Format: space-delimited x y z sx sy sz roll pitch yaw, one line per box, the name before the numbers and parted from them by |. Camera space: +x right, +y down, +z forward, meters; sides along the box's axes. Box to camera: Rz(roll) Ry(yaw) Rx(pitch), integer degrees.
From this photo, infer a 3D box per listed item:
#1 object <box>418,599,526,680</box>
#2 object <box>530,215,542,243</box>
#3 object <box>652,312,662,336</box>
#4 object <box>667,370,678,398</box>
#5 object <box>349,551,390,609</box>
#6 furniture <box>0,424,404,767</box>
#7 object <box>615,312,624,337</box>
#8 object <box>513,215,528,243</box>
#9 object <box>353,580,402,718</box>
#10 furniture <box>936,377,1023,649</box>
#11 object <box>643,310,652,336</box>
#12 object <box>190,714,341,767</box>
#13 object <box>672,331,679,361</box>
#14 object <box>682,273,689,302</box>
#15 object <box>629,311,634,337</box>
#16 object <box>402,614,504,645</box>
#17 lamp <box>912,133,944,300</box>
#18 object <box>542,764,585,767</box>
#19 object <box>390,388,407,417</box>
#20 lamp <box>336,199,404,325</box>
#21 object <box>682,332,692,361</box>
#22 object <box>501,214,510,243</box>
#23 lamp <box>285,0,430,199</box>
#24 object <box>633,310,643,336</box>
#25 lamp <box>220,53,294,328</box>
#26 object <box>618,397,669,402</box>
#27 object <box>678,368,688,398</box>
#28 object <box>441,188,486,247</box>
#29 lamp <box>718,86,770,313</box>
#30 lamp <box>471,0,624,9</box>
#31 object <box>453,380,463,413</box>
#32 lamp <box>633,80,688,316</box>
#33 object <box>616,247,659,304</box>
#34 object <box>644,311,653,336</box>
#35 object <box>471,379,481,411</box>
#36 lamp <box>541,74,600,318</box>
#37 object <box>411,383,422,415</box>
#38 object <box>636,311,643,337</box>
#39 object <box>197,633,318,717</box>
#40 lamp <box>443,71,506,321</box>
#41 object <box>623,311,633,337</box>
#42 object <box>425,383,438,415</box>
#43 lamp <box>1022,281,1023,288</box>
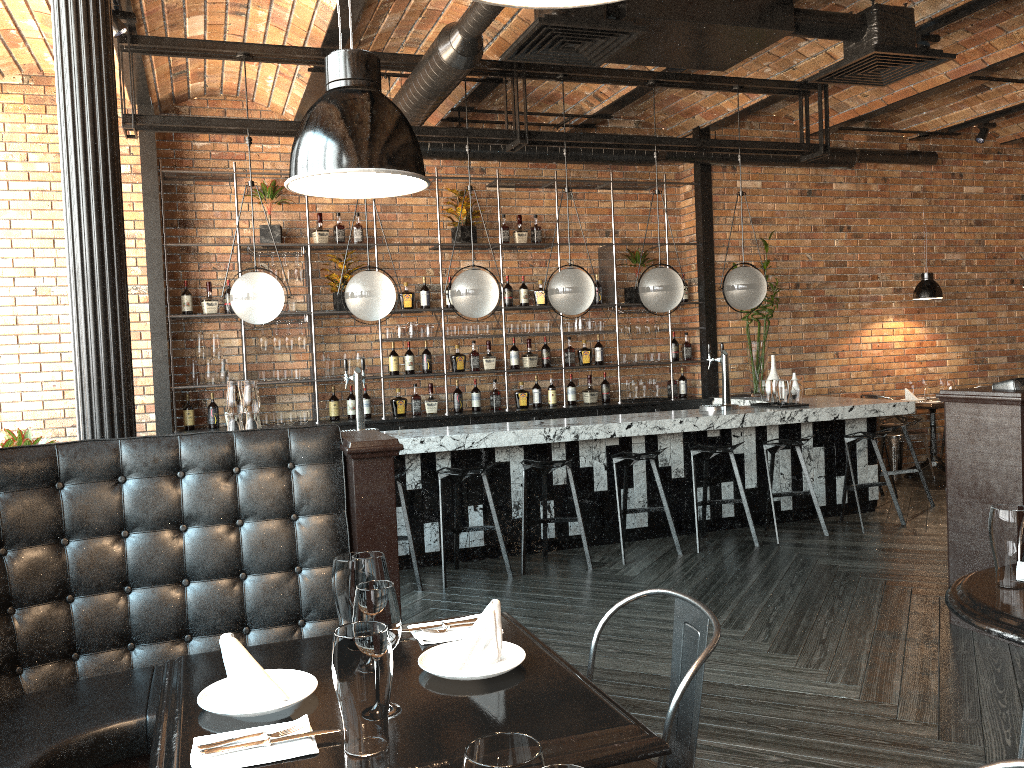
object | -0.088 0.546 1.915 0.232 0.139 0.232 -3 2 -22
object | 0.224 -1.432 8.253 0.083 0.282 0.083 -4 3 -34
object | 1.400 -0.592 8.583 0.092 0.244 0.092 -2 2 20
object | 1.583 0.001 8.756 0.083 0.282 0.083 -4 3 -34
object | -0.309 0.496 1.944 0.092 0.244 0.092 -1 2 32
furniture | -0.542 0.831 0.573 1.979 1.212 5.451 -3 2 -19
object | 1.051 -0.579 8.637 0.092 0.244 0.092 -2 2 20
object | 0.075 -1.421 8.203 0.123 0.279 0.123 -3 2 -15
object | -0.255 0.503 1.687 0.092 0.244 0.092 -1 2 32
furniture | 3.926 0.582 2.117 1.979 1.212 5.451 -3 2 -19
object | 1.303 -0.586 8.549 0.092 0.244 0.092 -2 2 20
object | -0.434 0.628 1.567 0.255 0.019 0.157 -3 2 -19
object | 1.604 -0.373 8.759 0.086 0.299 0.086 -1 2 30
object | 1.705 -0.951 8.807 0.086 0.298 0.086 -1 3 35
object | 1.155 -0.585 8.673 0.092 0.244 0.092 -2 2 20
object | -0.160 0.595 2.164 0.255 0.019 0.157 -3 2 -19
lamp | 4.159 -1.683 8.914 0.291 1.653 0.291 -5 3 -44
object | 0.056 0.519 0.894 0.092 0.244 0.092 -1 2 32
object | -1.003 0.163 7.861 0.151 0.248 0.094 -4 2 -30
lamp | -0.982 -1.276 5.939 0.340 1.754 0.340 -1 2 27
object | 1.734 -0.372 8.801 0.083 0.282 0.083 -3 2 -9
object | -0.071 -1.416 8.150 0.083 0.282 0.083 -3 2 -19
lamp | -0.347 -1.225 1.772 0.291 1.653 0.291 -1 2 26
object | 1.209 -0.581 8.517 0.092 0.244 0.092 -2 2 20
lamp | -1.673 -1.237 5.699 0.340 1.754 0.340 -1 2 27
object | 1.283 0.152 8.598 0.437 0.019 0.273 -3 2 -19
object | 1.696 -0.013 8.810 0.086 0.298 0.086 -1 2 30
object | -0.457 -1.517 8.053 0.425 0.526 0.430 -3 2 -17
lamp | 1.784 -1.430 6.896 0.340 1.754 0.340 -1 2 27
lamp | 0.014 -1.202 0.731 0.291 1.653 0.291 -2 2 6
object | -0.489 0.109 8.012 0.086 0.297 0.086 -2 2 15
lamp | 1.093 -1.392 6.657 0.340 1.754 0.340 -1 2 27
object | 1.233 -1.051 8.575 0.398 0.560 0.374 0 3 43
object | 1.346 -0.595 8.739 0.092 0.244 0.092 -2 2 20
object | -0.329 0.099 8.102 0.086 0.298 0.086 -1 2 30
lamp | 0.401 -1.353 6.417 0.340 1.754 0.340 -1 2 27
object | -0.858 0.137 7.911 0.083 0.282 0.083 -3 2 -19
object | 1.249 -0.590 8.705 0.092 0.244 0.092 -2 2 20
object | -0.510 0.569 1.775 0.232 0.139 0.232 -3 2 -25
lamp | -0.290 -1.315 6.178 0.340 1.754 0.340 -1 2 27
object | 1.105 -0.575 8.481 0.092 0.244 0.092 -2 2 20
object | -0.723 0.132 7.944 0.123 0.279 0.123 -3 2 -5
lamp | 4.340 -1.631 7.287 0.291 1.653 0.291 -1 2 26
